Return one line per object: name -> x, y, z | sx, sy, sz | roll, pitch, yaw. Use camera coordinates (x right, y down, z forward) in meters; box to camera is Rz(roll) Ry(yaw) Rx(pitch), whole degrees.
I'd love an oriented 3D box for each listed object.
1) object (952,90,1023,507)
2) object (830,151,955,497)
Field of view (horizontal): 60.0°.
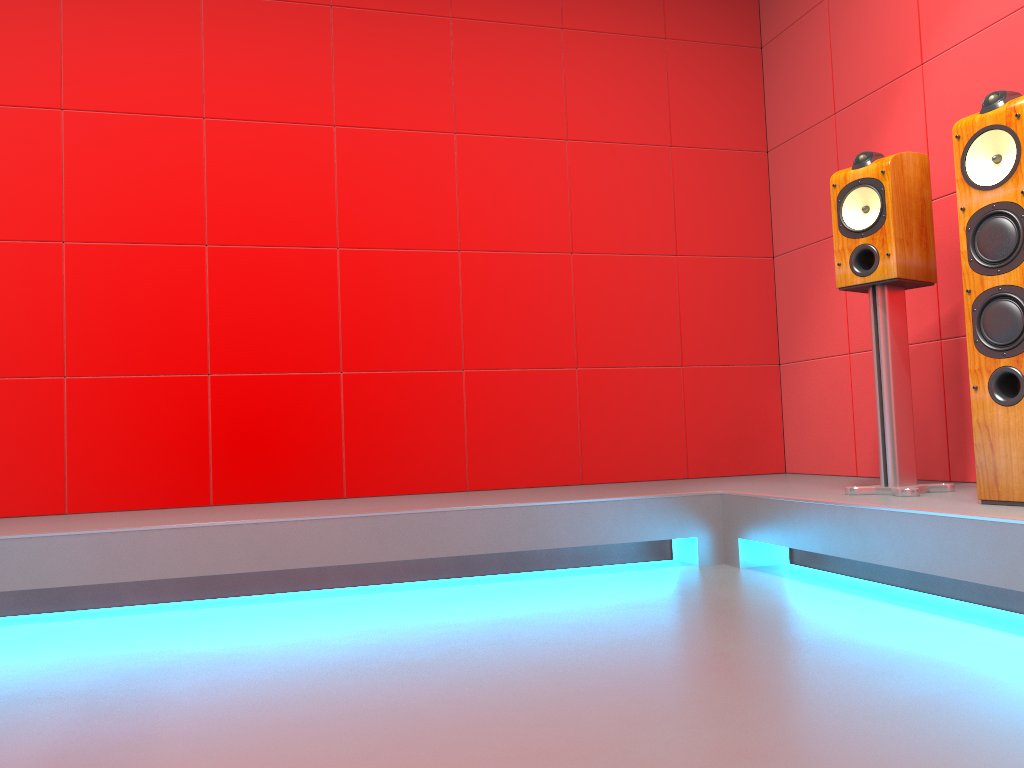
object -> 1.319, -0.224, 2.264 | 0.238, 1.052, 0.203 | -1, -4, -27
object -> 1.172, -0.192, 2.759 | 0.265, 1.058, 0.231 | 0, -4, -36
